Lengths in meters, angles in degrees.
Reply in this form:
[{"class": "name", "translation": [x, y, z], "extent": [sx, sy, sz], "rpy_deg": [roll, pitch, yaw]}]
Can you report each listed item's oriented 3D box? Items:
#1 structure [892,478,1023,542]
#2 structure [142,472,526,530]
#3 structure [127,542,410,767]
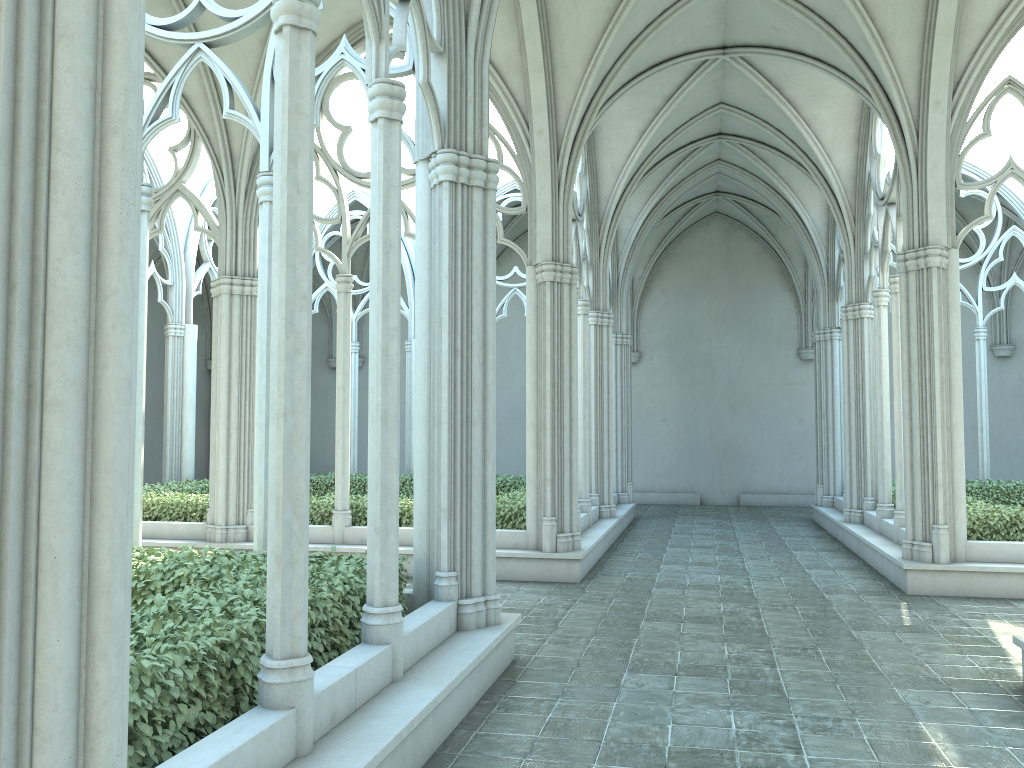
[{"class": "structure", "translation": [10.077, 2.126, 13.814], "extent": [7.995, 0.963, 8.018], "rpy_deg": [-1, -3, 12]}, {"class": "structure", "translation": [-2.709, 2.281, 16.595], "extent": [7.995, 0.963, 8.018], "rpy_deg": [-1, -3, 12]}, {"class": "structure", "translation": [-5.484, 1.551, 3.849], "extent": [7.995, 0.963, 8.018], "rpy_deg": [-1, -3, 12]}]
